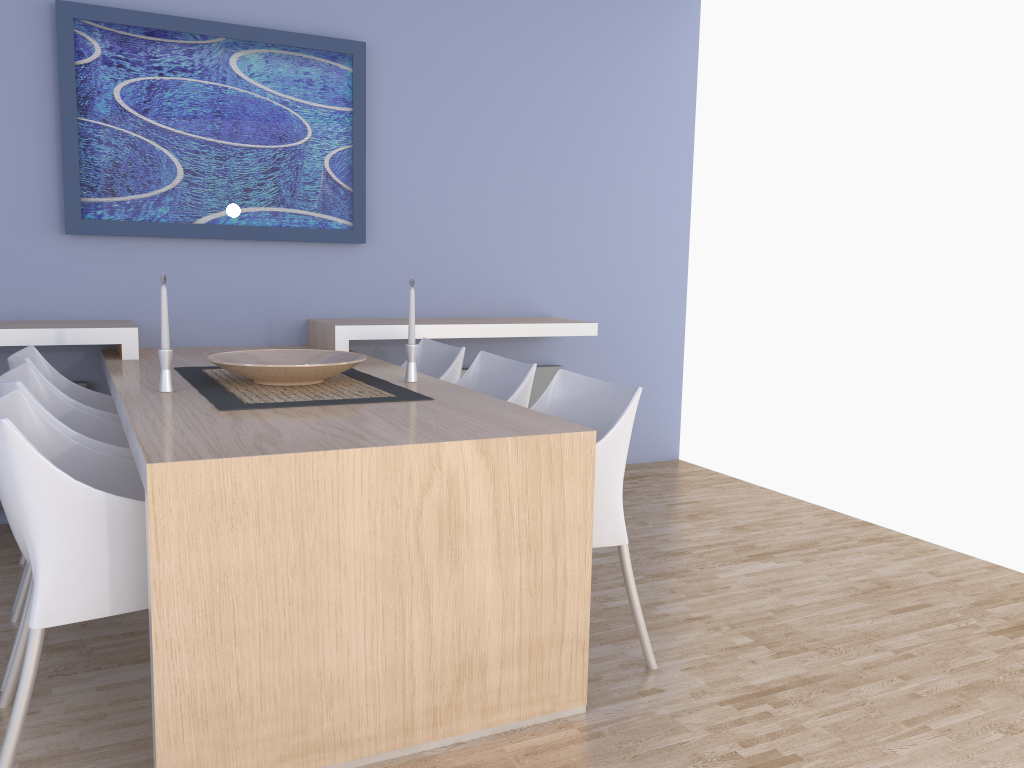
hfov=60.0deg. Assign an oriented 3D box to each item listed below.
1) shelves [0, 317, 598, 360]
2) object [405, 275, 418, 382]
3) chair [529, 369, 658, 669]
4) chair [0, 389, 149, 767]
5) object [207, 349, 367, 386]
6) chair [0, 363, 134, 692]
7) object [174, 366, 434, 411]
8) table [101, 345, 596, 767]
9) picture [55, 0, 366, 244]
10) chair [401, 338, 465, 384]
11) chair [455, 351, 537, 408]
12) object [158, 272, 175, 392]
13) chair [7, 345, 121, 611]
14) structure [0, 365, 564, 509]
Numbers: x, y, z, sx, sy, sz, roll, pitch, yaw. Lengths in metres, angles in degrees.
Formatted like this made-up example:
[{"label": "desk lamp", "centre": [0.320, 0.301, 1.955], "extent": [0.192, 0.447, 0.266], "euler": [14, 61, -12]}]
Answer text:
[{"label": "shelves", "centre": [-1.440, 0.167, 3.691], "extent": [3.901, 0.840, 0.463], "euler": [-3, 8, -27]}, {"label": "object", "centre": [-0.330, -0.182, 2.918], "extent": [0.045, 0.349, 0.045], "euler": [-3, 8, -27]}, {"label": "chair", "centre": [0.090, 0.379, 2.543], "extent": [0.486, 0.793, 0.510], "euler": [-3, 8, -27]}, {"label": "chair", "centre": [-0.935, 0.424, 2.031], "extent": [0.486, 0.793, 0.510], "euler": [-3, 8, -26]}, {"label": "object", "centre": [-0.716, -0.049, 2.845], "extent": [0.493, 0.081, 0.493], "euler": [0, 8, -8]}, {"label": "chair", "centre": [-1.192, 0.351, 2.539], "extent": [0.486, 0.793, 0.510], "euler": [-3, 8, -26]}, {"label": "object", "centre": [-0.713, -0.007, 2.850], "extent": [0.594, 0.005, 0.986], "euler": [-3, 9, -27]}, {"label": "table", "centre": [-0.777, 0.338, 2.988], "extent": [1.002, 0.718, 2.340], "euler": [-3, 8, -27]}, {"label": "picture", "centre": [-1.241, -1.080, 3.816], "extent": [1.252, 0.901, 0.049], "euler": [-3, 8, -27]}, {"label": "chair", "centre": [-0.439, 0.228, 3.590], "extent": [0.486, 0.793, 0.510], "euler": [-3, 8, -26]}, {"label": "chair", "centre": [-0.176, 0.303, 3.070], "extent": [0.486, 0.793, 0.510], "euler": [-2, 8, -26]}, {"label": "object", "centre": [-1.009, -0.152, 2.579], "extent": [0.045, 0.349, 0.045], "euler": [3, 8, 15]}, {"label": "chair", "centre": [-1.449, 0.277, 3.047], "extent": [0.486, 0.793, 0.510], "euler": [-3, 8, -26]}, {"label": "structure", "centre": [-1.463, 0.226, 3.892], "extent": [3.843, 0.503, 0.064], "euler": [-3, 8, -27]}]
